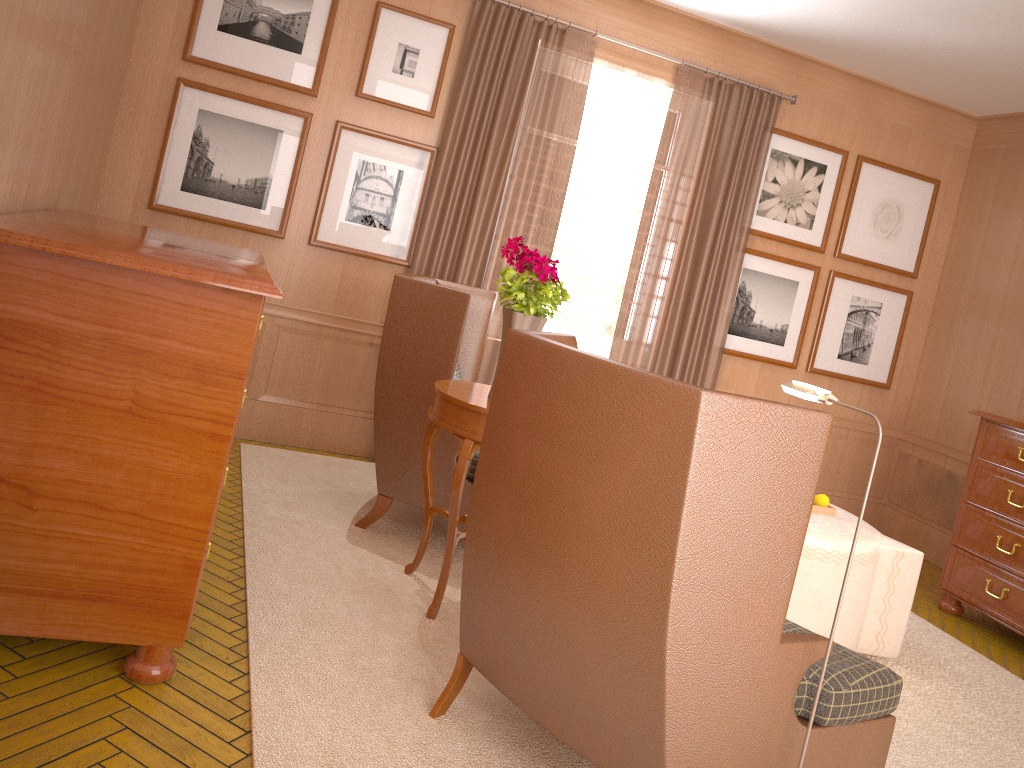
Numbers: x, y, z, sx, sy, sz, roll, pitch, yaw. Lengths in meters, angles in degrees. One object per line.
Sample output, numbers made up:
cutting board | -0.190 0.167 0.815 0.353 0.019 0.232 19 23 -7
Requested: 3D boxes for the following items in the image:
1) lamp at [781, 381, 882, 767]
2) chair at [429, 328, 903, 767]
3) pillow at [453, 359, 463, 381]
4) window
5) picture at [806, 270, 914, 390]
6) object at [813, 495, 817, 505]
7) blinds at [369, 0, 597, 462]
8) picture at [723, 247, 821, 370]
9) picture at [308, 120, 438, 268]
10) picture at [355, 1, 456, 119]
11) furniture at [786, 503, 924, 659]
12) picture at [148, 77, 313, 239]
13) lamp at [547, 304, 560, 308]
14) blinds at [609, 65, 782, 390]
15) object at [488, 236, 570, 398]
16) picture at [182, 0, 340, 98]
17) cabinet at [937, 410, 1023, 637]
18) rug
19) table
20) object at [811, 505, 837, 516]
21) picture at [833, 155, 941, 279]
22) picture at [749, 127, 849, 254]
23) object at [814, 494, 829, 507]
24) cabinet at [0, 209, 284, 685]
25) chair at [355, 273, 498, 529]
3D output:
lamp | 1.208 1.028 4.006 0.639 2.027 0.557 15 2 41
chair | 0.688 0.894 4.296 1.701 1.969 1.943 10 6 -44
pillow | -0.706 -0.040 7.448 0.539 0.704 1.079 14 6 5
window | 0.807 -1.982 9.914 2.414 3.371 0.856 12 2 -19
picture | 4.239 -0.644 10.700 1.240 1.246 0.048 12 1 -19
object | 2.414 0.927 7.123 0.110 0.110 0.135 12 5 -16
blinds | -0.272 -1.428 9.050 1.417 4.790 0.269 13 1 -17
picture | 2.940 -0.889 10.256 1.240 1.246 0.048 12 1 -19
picture | -1.367 -1.877 8.769 1.041 1.247 0.048 12 1 -19
picture | -1.050 -3.214 8.745 0.798 0.956 0.048 12 1 -19
furniture | 1.917 1.338 7.133 1.933 0.897 1.983 11 7 -22
picture | -2.645 -2.118 8.332 1.240 1.246 0.048 12 1 -19
lamp | 0.038 0.174 8.174 0.638 2.022 0.557 14 2 33
blinds | 1.877 -1.029 9.786 1.435 4.779 0.269 13 1 -20
object | 0.084 -0.418 5.844 0.520 1.087 0.461 12 2 -21
picture | -2.321 -3.484 8.308 1.240 1.246 0.048 12 1 -19
cabinet | 5.251 1.576 7.404 1.405 1.935 2.809 12 6 -20
rug | 1.382 1.903 5.581 5.948 0.020 8.084 11 8 -19
table | -0.221 0.769 5.882 0.920 1.369 1.050 13 4 -12
object | 2.101 0.886 7.152 0.794 0.059 0.649 11 8 -19
picture | 4.563 -2.011 10.676 1.240 1.246 0.048 12 1 -19
picture | 3.263 -2.256 10.232 1.240 1.246 0.048 12 1 -19
object | 2.482 0.946 7.055 0.115 0.133 0.107 15 4 27
cabinet | -2.337 0.098 5.163 1.405 1.935 2.809 12 6 -20
chair | -0.321 0.224 7.396 1.725 1.968 1.917 14 4 6
